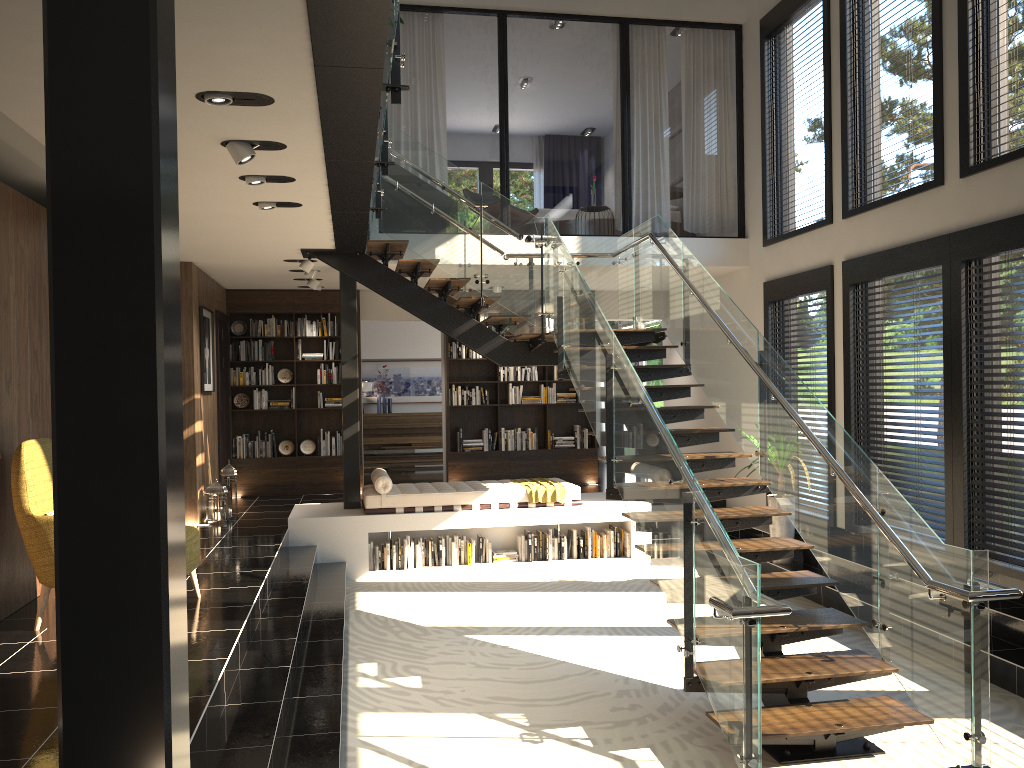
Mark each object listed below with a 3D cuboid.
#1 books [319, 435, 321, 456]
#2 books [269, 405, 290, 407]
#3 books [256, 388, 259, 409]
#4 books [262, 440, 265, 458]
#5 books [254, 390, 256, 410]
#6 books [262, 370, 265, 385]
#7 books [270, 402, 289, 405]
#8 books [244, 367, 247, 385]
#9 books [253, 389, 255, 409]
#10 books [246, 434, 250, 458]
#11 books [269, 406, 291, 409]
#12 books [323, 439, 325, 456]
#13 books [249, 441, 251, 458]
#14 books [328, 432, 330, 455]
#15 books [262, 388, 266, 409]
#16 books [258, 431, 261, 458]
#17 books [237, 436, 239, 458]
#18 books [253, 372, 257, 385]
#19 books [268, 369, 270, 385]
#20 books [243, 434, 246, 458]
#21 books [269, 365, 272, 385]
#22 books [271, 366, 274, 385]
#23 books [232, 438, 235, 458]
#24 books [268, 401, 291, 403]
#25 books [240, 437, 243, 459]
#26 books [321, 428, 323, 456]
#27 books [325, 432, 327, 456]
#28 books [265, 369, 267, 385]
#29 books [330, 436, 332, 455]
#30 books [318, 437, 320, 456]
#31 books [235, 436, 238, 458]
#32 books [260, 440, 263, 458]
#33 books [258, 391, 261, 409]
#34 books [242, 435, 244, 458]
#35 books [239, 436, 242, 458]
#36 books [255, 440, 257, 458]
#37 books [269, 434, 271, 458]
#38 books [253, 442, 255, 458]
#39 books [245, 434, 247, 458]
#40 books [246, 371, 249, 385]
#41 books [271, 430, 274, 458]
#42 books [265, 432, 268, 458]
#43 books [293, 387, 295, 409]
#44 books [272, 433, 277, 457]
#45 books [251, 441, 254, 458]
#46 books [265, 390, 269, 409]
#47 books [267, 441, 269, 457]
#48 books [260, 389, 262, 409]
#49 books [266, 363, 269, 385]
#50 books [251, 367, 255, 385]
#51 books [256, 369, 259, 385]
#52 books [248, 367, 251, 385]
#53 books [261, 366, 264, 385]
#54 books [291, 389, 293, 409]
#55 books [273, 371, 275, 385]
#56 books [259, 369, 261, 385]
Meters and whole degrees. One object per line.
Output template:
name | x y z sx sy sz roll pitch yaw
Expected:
books | -2.542 0.811 11.776 0.024 0.278 0.135 -1 0 -10
books | -3.060 0.285 11.678 0.266 0.021 0.152 -1 0 -12
books | -3.330 0.195 11.607 0.018 0.275 0.144 -1 0 -10
books | -3.251 0.850 11.654 0.036 0.222 0.173 -1 0 -10
books | -3.350 0.204 11.592 0.026 0.257 0.192 -1 0 -10
books | -3.251 -0.084 11.627 0.025 0.194 0.172 -1 0 -10
books | -3.060 0.258 11.678 0.244 0.033 0.142 -1 0 -14
books | -3.487 -0.101 11.618 0.019 0.236 0.139 -1 0 -10
books | -3.380 0.201 11.624 0.020 0.264 0.152 -1 0 -10
books | -3.455 0.812 11.618 0.020 0.304 0.189 -1 0 -10
books | -3.059 0.311 11.677 0.262 0.032 0.154 -1 0 -8
books | -2.497 0.842 11.786 0.034 0.215 0.104 -1 0 -10
books | -3.431 0.858 11.644 0.035 0.212 0.159 -1 0 -10
books | -2.432 0.788 11.782 0.019 0.321 0.161 -1 0 -10
books | -3.253 0.191 11.633 0.032 0.279 0.133 -1 0 -10
books | -3.304 0.792 11.606 0.016 0.341 0.217 -1 0 -10
books | -3.568 0.825 11.585 0.014 0.282 0.232 -1 0 -10
books | -3.365 -0.069 11.619 0.026 0.167 0.173 -1 0 -10
books | -3.188 -0.093 11.654 0.018 0.210 0.157 -1 0 -10
books | -3.485 0.812 11.585 0.015 0.306 0.222 -1 0 -10
books | -3.166 -0.118 11.645 0.021 0.260 0.197 -1 0 -10
books | -3.148 -0.111 11.670 0.023 0.245 0.133 -1 0 -10
books | -3.626 0.837 11.600 0.032 0.262 0.194 -1 0 -10
books | -3.060 0.233 11.666 0.293 0.016 0.174 -1 0 -12
books | -3.519 0.831 11.580 0.022 0.269 0.216 -1 0 -10
books | -2.515 0.770 11.737 0.017 0.359 0.189 -1 0 -10
books | -2.471 0.790 11.789 0.019 0.317 0.122 -1 0 -10
books | -3.229 -0.094 11.656 0.027 0.214 0.159 -1 0 -10
books | -2.408 0.823 11.807 0.034 0.250 0.115 -1 0 -10
books | -2.566 0.828 11.779 0.023 0.244 0.135 -1 0 -10
books | -3.596 0.823 11.612 0.032 0.288 0.180 -1 0 -10
books | -3.286 0.850 11.649 0.034 0.223 0.208 -1 0 -10
books | -3.310 0.209 11.637 0.032 0.245 0.120 -1 0 -10
books | -3.501 0.813 11.588 0.016 0.304 0.217 -1 0 -10
books | -3.550 0.825 11.606 0.030 0.282 0.170 -1 0 -10
books | -3.346 0.852 11.628 0.026 0.222 0.209 -1 0 -10
books | -3.169 0.808 11.649 0.027 0.304 0.204 -1 0 -10
books | -3.375 0.860 11.633 0.029 0.207 0.166 -1 0 -10
books | -3.474 0.814 11.621 0.018 0.301 0.195 -1 0 -10
books | -3.455 -0.074 11.596 0.035 0.180 0.164 -1 0 -10
books | -3.143 0.781 11.630 0.019 0.356 0.235 -1 0 -10
books | -3.223 0.800 11.639 0.016 0.322 0.218 -1 0 -10
books | -2.868 0.182 11.685 0.018 0.286 0.157 -1 0 -10
books | -3.117 0.801 11.658 0.042 0.315 0.193 -1 0 -10
books | -3.395 0.855 11.602 0.021 0.217 0.220 -1 0 -10
books | -3.225 0.204 11.656 0.030 0.253 0.138 -1 0 -10
books | -3.201 0.856 11.663 0.033 0.208 0.192 -1 0 -10
books | -3.282 0.199 11.635 0.024 0.265 0.148 -1 0 -10
books | -3.204 -0.130 11.635 0.018 0.284 0.198 -1 0 -10
books | -3.389 -0.103 11.601 0.026 0.237 0.164 -1 0 -10
books | -3.328 -0.094 11.633 0.053 0.216 0.151 -1 0 -10
books | -3.423 -0.101 11.616 0.036 0.235 0.169 -1 0 -10
books | -3.276 -0.108 11.635 0.020 0.243 0.154 -1 0 -10
books | -2.897 0.194 11.705 0.032 0.262 0.157 -1 0 -10
books | -3.127 -0.079 11.664 0.015 0.181 0.136 -1 0 -10
books | -3.288 -0.089 11.605 0.016 0.206 0.204 -1 0 -10
